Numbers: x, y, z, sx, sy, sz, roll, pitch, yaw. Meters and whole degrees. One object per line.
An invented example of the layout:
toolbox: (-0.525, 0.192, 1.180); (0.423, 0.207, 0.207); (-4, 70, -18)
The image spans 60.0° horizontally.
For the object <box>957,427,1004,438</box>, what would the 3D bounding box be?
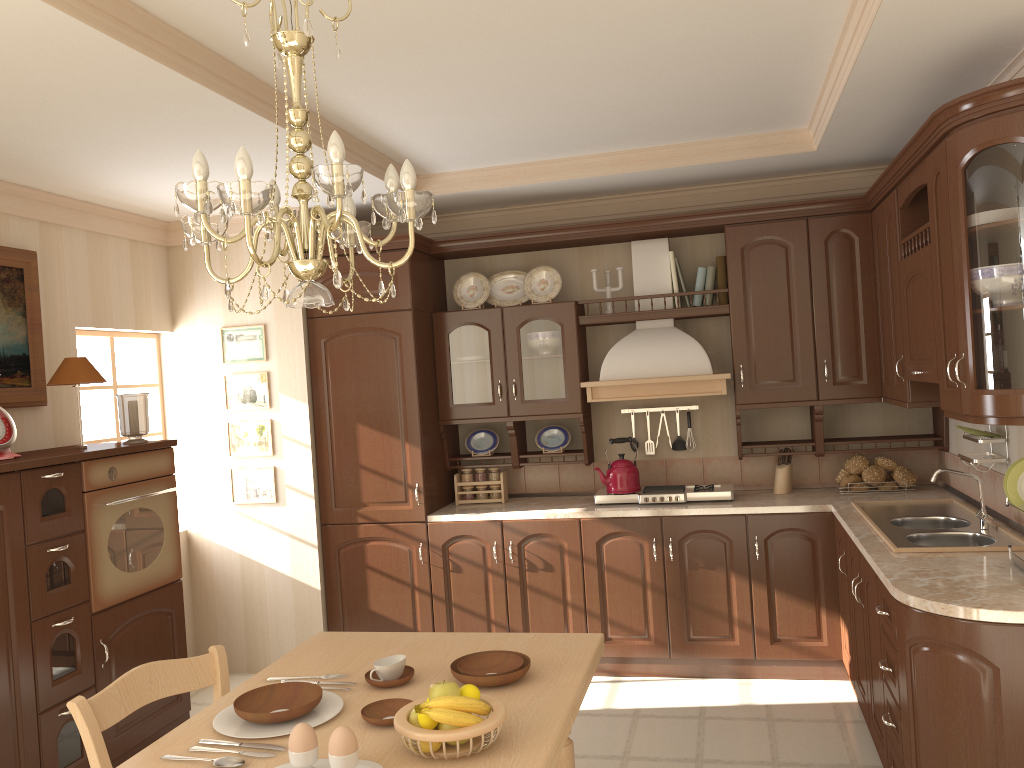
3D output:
object: (1.864, 0.192, 3.537); (0.167, 0.051, 0.174); (-4, 1, 14)

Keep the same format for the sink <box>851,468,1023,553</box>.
sink: (1.671, 0.496, 3.564); (0.448, 0.348, 1.077); (-4, 1, 14)

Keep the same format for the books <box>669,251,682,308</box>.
books: (0.882, -0.553, 4.777); (0.042, 0.305, 0.194); (-4, 1, 14)

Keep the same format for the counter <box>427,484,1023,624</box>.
counter: (0.674, 0.644, 3.738); (2.603, 0.034, 2.422); (-4, 1, 14)

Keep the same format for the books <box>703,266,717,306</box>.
books: (1.055, -0.515, 4.728); (0.080, 0.209, 0.205); (-4, 1, 14)

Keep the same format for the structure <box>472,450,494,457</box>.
structure: (-0.168, 0.344, 5.035); (0.110, 0.126, 0.080); (-4, 1, 14)

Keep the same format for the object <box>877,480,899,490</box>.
object: (1.894, 0.513, 4.466); (0.103, 0.060, 0.105); (-4, 1, 9)

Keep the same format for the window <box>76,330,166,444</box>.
window: (-2.046, 0.279, 4.580); (0.050, 1.100, 0.765); (-4, 1, 14)

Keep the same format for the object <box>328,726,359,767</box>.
object: (-0.327, 0.717, 1.724); (0.058, 0.104, 0.058); (-4, 1, -8)

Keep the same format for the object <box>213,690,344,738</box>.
object: (-0.548, 0.776, 2.088); (0.299, 0.009, 0.299); (-4, 1, 12)

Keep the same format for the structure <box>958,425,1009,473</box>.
structure: (1.889, 0.167, 3.575); (0.131, 0.361, 0.256); (-4, 1, 14)

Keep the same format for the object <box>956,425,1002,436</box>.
object: (1.866, 0.186, 3.536); (0.167, 0.051, 0.174); (-4, 1, 14)

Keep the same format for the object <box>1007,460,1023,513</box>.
object: (1.641, 0.321, 2.749); (0.193, 0.188, 0.047); (-4, 1, 15)

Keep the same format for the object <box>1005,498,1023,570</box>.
object: (1.623, 0.438, 2.653); (0.172, 0.275, 0.359); (-4, 1, 15)

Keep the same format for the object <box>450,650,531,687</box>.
object: (-0.053, 0.727, 2.244); (0.204, 0.042, 0.204); (-4, 1, -37)

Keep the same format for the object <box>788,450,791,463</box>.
object: (1.463, 0.429, 4.700); (0.051, 0.158, 0.016); (-4, 1, -24)

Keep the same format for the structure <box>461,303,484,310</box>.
structure: (-0.222, -0.475, 4.967); (0.110, 0.126, 0.080); (-4, 1, 14)

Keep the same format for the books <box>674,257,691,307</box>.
books: (0.922, -0.538, 4.774); (0.068, 0.271, 0.194); (-4, 1, 14)

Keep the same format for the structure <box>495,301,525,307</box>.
structure: (-0.016, -0.488, 4.974); (0.154, 0.126, 0.080); (-4, 1, 14)

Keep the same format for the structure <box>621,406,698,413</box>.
structure: (0.816, 0.141, 4.909); (0.422, 0.020, 0.008); (-4, 1, 14)

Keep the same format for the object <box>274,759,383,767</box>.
object: (-0.373, 0.770, 1.736); (0.245, 0.005, 0.157); (-4, 1, 10)

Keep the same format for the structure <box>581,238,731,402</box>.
structure: (0.751, -0.352, 4.700); (0.753, 0.845, 0.455); (-4, 1, 14)

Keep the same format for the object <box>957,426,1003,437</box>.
object: (1.865, 0.189, 3.537); (0.167, 0.051, 0.174); (-4, 1, 14)

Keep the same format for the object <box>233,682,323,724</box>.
object: (-0.549, 0.758, 2.089); (0.204, 0.042, 0.204); (-4, 1, 14)

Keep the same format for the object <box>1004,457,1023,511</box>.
object: (1.650, 0.320, 2.785); (0.193, 0.188, 0.047); (-4, 1, 15)

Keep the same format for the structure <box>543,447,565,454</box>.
structure: (0.230, 0.319, 4.937); (0.110, 0.126, 0.080); (-4, 1, 14)

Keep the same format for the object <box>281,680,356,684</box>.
object: (-0.499, 0.772, 2.293); (0.212, 0.008, 0.018); (-4, 1, 13)

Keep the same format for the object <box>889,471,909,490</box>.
object: (1.963, 0.483, 4.493); (0.091, 0.100, 0.125); (-4, 1, 9)

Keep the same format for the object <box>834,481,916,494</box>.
object: (1.839, 0.516, 4.503); (0.364, 0.060, 0.199); (-4, 1, 14)

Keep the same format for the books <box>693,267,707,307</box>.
books: (1.008, -0.512, 4.748); (0.086, 0.209, 0.205); (-4, 1, 14)

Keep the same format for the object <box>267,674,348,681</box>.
object: (-0.540, 0.776, 2.345); (0.218, 0.004, 0.028); (-4, 1, 4)

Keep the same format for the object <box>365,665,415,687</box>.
object: (-0.312, 0.751, 2.265); (0.126, 0.026, 0.127); (-3, 1, 41)

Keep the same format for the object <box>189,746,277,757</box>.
object: (-0.595, 0.784, 1.889); (0.216, 0.004, 0.022); (-4, 1, 19)

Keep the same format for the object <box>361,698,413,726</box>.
object: (-0.279, 0.751, 2.017); (0.126, 0.026, 0.127); (-4, 1, -21)

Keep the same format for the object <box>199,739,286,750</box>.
object: (-0.582, 0.781, 1.922); (0.221, 0.008, 0.023); (-4, 1, 19)

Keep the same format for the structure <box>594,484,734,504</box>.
structure: (0.792, 0.572, 4.625); (0.710, 0.054, 0.325); (-4, 1, 14)

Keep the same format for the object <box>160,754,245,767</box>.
object: (-0.646, 0.785, 1.849); (0.219, 0.011, 0.047); (-3, 1, 22)

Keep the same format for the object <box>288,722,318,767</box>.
object: (-0.412, 0.722, 1.753); (0.058, 0.104, 0.058); (-4, 1, -8)

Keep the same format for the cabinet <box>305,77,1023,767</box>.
cabinet: (0.363, 0.325, 3.816); (3.226, 2.313, 2.436); (-4, 1, 14)

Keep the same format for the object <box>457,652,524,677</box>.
object: (-0.053, 0.722, 2.242); (0.168, 0.034, 0.168); (-3, 1, 25)

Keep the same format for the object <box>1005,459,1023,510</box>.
object: (1.646, 0.320, 2.767); (0.193, 0.188, 0.047); (-4, 1, 15)

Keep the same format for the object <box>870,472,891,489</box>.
object: (1.876, 0.490, 4.524); (0.114, 0.094, 0.098); (-4, 1, -6)

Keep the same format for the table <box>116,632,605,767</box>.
table: (-0.327, 1.156, 1.926); (0.900, 0.774, 1.567); (-4, 1, 14)

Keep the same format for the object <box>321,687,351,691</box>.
object: (-0.505, 0.773, 2.255); (0.218, 0.008, 0.022); (-4, 1, 16)

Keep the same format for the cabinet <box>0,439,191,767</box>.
cabinet: (-1.892, 0.958, 3.386); (0.538, 1.349, 1.513); (-4, 1, 14)

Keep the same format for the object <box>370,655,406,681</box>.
object: (-0.316, 0.735, 2.259); (0.063, 0.055, 0.119); (-3, 1, 43)

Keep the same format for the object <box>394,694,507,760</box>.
object: (-0.127, 0.719, 1.853); (0.235, 0.068, 0.235); (-4, 1, -29)

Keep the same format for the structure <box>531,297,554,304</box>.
structure: (0.167, -0.499, 4.873); (0.110, 0.126, 0.080); (-4, 1, 14)

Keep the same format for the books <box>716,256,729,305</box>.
books: (1.118, -0.541, 4.715); (0.052, 0.254, 0.205); (-4, 1, 14)
